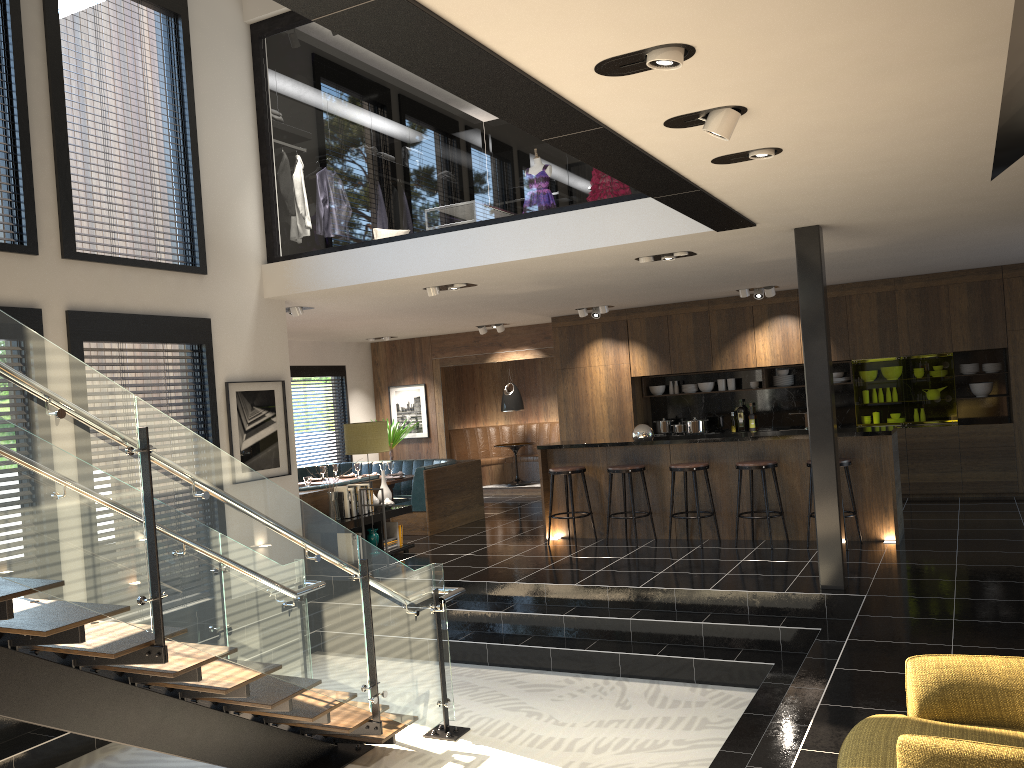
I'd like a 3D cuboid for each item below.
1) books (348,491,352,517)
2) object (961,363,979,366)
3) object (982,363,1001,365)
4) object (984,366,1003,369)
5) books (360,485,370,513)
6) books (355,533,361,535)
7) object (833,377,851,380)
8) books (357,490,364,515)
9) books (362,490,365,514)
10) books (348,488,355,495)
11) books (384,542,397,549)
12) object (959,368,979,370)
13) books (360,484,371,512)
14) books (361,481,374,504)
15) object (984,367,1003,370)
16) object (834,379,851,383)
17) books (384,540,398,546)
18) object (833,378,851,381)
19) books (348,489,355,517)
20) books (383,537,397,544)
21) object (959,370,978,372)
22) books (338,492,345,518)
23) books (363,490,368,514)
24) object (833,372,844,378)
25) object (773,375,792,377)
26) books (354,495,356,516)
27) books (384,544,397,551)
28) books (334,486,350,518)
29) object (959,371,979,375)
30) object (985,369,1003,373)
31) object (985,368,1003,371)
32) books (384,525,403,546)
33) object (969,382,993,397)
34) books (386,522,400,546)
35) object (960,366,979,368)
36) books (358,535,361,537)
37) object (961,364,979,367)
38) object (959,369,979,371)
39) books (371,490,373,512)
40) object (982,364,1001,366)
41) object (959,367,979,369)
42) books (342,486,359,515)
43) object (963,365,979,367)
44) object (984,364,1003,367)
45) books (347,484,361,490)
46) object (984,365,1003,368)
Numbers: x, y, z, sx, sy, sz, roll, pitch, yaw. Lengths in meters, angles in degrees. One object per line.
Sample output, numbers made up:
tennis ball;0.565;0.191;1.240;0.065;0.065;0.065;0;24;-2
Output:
books;-1.702;1.215;8.957;0.173;0.262;0.030;-4;0;27
object;5.651;-0.230;10.966;0.220;0.033;0.220;-5;-1;37
object;5.878;-0.236;10.850;0.220;0.033;0.220;-4;-1;11
object;5.881;-0.190;10.850;0.220;0.033;0.220;-4;-1;11
books;-1.558;1.199;9.235;0.155;0.280;0.028;-4;0;27
books;-1.602;1.638;8.983;0.159;0.261;0.067;-4;0;27
object;4.257;-0.056;11.700;0.437;0.039;0.438;-4;-1;-27
books;-1.614;1.214;9.103;0.202;0.255;0.025;-4;0;27
books;-1.595;1.217;9.156;0.149;0.246;0.023;-4;0;27
books;-1.665;1.204;9.061;0.141;0.280;0.031;-4;0;27
books;-1.358;1.719;9.441;0.156;0.025;0.275;-4;-1;23
object;5.656;-0.172;10.966;0.220;0.033;0.220;-5;-1;37
books;-1.552;1.192;9.262;0.177;0.294;0.025;-4;0;27
books;-1.521;1.184;9.361;0.131;0.307;0.022;-4;0;27
object;5.882;-0.180;10.850;0.220;0.033;0.220;-4;-1;11
object;4.259;-0.029;11.700;0.437;0.039;0.438;-4;-1;-27
books;-1.357;1.694;9.439;0.167;0.024;0.261;-4;-1;24
object;4.258;-0.041;11.700;0.437;0.039;0.438;-4;-1;-27
books;-1.671;1.206;9.002;0.160;0.276;0.030;-4;0;27
books;-1.363;1.670;9.441;0.156;0.025;0.274;-5;-1;31
object;5.657;-0.150;10.966;0.220;0.033;0.220;-5;-1;37
books;-1.752;1.217;8.912;0.156;0.263;0.026;-4;0;27
books;-1.588;1.213;9.184;0.194;0.255;0.034;-4;0;27
object;4.252;-0.103;11.702;0.254;0.088;0.254;-4;-1;-37
object;3.690;-0.103;12.065;0.269;0.024;0.269;-4;-1;-25
books;-1.667;1.237;9.032;0.170;0.214;0.025;-4;0;27
books;-1.358;1.745;9.442;0.156;0.025;0.274;-4;-1;24
books;-1.710;1.190;8.923;0.160;0.312;0.035;-4;0;27
object;5.658;-0.137;10.966;0.220;0.033;0.220;-5;-1;37
object;5.884;-0.155;10.850;0.220;0.033;0.220;-4;-1;11
object;5.883;-0.168;10.850;0.220;0.033;0.220;-4;-1;11
books;-1.288;1.638;9.620;0.231;0.232;0.037;-4;0;27
object;5.785;0.074;10.920;0.264;0.170;0.264;-4;0;2
books;-1.294;1.623;9.587;0.156;0.263;0.026;-4;0;27
object;5.654;-0.196;10.966;0.220;0.033;0.220;-5;-1;37
books;-1.597;1.646;8.923;0.194;0.244;0.036;-4;0;27
object;5.652;-0.218;10.966;0.220;0.033;0.220;-5;-1;37
object;5.656;-0.162;10.966;0.220;0.033;0.220;-5;-1;37
books;-1.527;1.212;9.279;0.162;0.250;0.028;-4;0;27
object;5.879;-0.223;10.850;0.220;0.033;0.220;-4;-1;11
object;5.655;-0.185;10.966;0.220;0.033;0.220;-5;-1;37
books;-1.650;1.195;9.089;0.169;0.298;0.032;-4;0;27
object;5.653;-0.205;10.966;0.220;0.033;0.220;-5;-1;37
object;5.880;-0.213;10.850;0.220;0.033;0.220;-4;-1;11
books;-1.620;1.189;9.137;0.155;0.306;0.032;-4;0;27
object;5.880;-0.203;10.850;0.220;0.033;0.220;-4;-1;11
